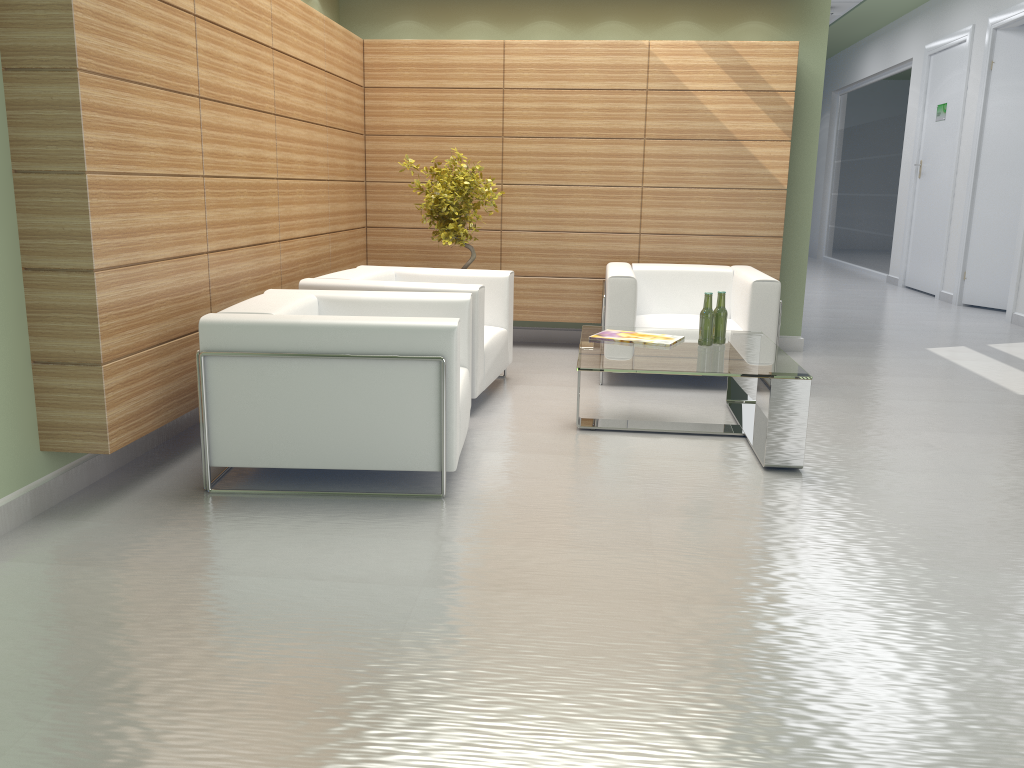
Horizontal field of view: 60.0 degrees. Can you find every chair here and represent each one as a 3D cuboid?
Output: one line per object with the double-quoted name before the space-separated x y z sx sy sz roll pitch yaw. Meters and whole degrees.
"chair" 1.994 -0.714 10.333 1.894 1.234 1.802 2 13 5
"chair" -0.988 -0.520 9.194 1.769 1.234 1.894 3 13 10
"chair" -1.233 -0.024 6.936 1.802 1.234 1.894 1 12 0

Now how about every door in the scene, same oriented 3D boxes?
"door" 9.084 -4.559 19.136 0.250 5.083 2.089 2 13 5
"door" 9.351 -3.851 15.966 0.134 5.083 2.089 -5 14 -24

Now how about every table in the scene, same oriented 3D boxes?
"table" 1.480 0.038 7.908 1.783 0.742 2.197 2 13 5

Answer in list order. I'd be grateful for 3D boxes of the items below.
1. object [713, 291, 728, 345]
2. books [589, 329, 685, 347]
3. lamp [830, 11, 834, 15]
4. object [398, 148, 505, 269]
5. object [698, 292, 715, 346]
"object" 1.873 -0.597 7.988 0.131 0.475 0.131 -6 14 -29
"books" 1.157 -0.428 8.201 0.762 0.025 0.508 7 14 25
"lamp" 7.235 -8.797 20.926 0.657 0.159 0.286 2 13 5
"object" -0.772 -1.525 10.633 1.201 2.565 1.116 -5 14 -26
"object" 1.732 -0.576 7.882 0.131 0.475 0.131 -6 14 -29
